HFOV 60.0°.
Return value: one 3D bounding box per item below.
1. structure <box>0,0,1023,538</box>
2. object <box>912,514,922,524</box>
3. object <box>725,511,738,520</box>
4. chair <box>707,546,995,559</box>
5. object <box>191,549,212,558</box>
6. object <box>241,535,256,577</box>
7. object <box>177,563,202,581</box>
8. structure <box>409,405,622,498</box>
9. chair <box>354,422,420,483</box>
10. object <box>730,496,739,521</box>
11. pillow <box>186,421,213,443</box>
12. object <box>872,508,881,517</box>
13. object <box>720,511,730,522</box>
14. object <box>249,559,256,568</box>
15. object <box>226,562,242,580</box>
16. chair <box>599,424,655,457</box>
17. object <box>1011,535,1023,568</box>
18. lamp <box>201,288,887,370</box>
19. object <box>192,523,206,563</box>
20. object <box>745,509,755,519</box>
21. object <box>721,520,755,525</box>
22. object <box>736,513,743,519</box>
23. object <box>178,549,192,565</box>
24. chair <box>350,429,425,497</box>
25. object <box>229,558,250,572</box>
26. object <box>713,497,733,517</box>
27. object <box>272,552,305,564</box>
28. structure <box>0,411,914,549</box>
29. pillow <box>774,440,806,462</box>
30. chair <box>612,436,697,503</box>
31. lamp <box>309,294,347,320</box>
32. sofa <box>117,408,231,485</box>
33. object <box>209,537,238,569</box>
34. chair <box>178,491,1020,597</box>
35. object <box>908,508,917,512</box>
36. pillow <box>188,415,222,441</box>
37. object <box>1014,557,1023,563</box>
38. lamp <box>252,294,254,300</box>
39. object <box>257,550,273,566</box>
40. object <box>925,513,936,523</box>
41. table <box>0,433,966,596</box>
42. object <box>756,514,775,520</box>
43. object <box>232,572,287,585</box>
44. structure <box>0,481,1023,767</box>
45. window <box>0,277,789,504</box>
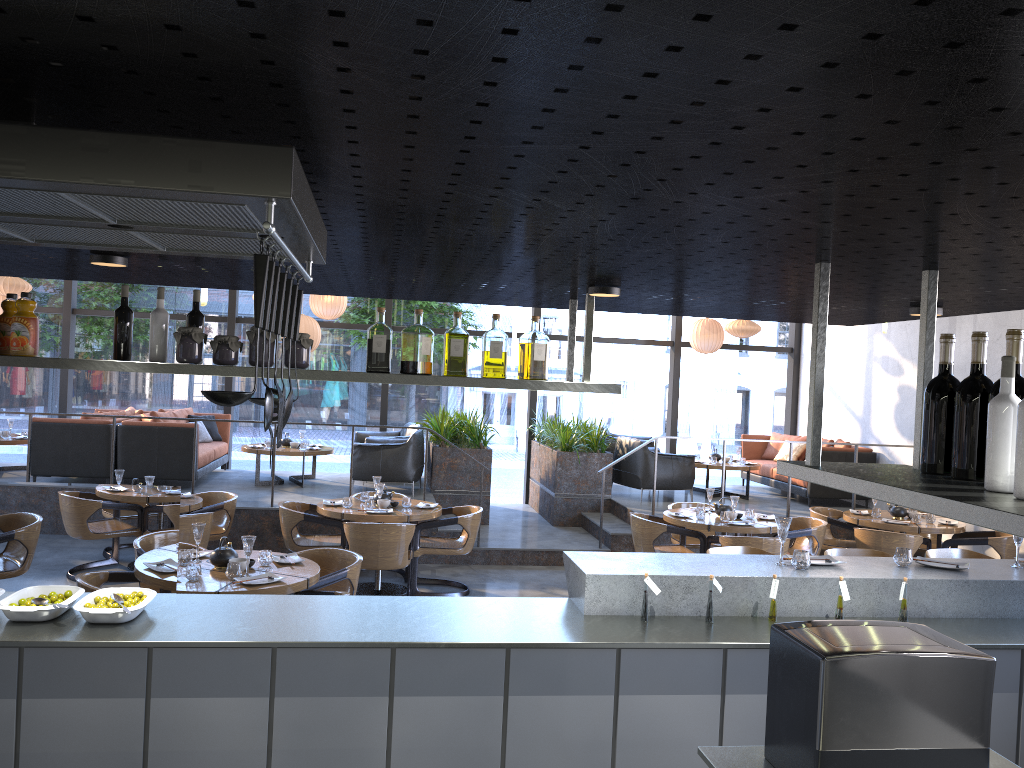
[{"bbox_3d":[-2.059,-1.055,1.636,8.600,2.382,4.958,3,0,-8],"label":"structure"},{"bbox_3d":[3.787,1.265,8.297,0.086,0.086,0.086,2,1,-37],"label":"object"},{"bbox_3d":[1.988,1.194,8.045,0.116,0.065,0.116,2,0,-30],"label":"object"},{"bbox_3d":[3.539,1.565,3.296,2.787,1.047,5.395,2,1,-31],"label":"chair"},{"bbox_3d":[-1.992,1.047,5.393,0.170,0.025,0.294,3,0,27],"label":"object"},{"bbox_3d":[-1.486,0.971,4.989,0.082,0.227,0.082,3,0,12],"label":"object"},{"bbox_3d":[-1.887,1.025,4.866,0.335,0.086,0.253,3,1,40],"label":"object"},{"bbox_3d":[-3.701,0.921,6.296,4.306,1.608,15.715,3,0,30],"label":"structure"},{"bbox_3d":[-1.622,0.871,11.630,0.833,0.743,1.030,3,0,-23],"label":"chair"},{"bbox_3d":[1.976,1.112,7.888,0.082,0.227,0.082,2,1,-39],"label":"object"},{"bbox_3d":[-3.948,0.608,11.188,0.203,0.263,0.332,3,0,12],"label":"pillow"},{"bbox_3d":[3.544,1.251,8.623,0.086,0.086,0.086,3,0,15],"label":"object"},{"bbox_3d":[1.889,1.179,7.872,0.086,0.086,0.086,3,0,17],"label":"object"},{"bbox_3d":[-1.553,1.060,5.229,0.080,0.042,0.080,3,0,-23],"label":"object"},{"bbox_3d":[-1.544,1.040,4.925,0.086,0.086,0.086,3,0,-22],"label":"object"},{"bbox_3d":[1.562,0.939,12.148,0.833,0.743,1.030,3,0,6],"label":"chair"},{"bbox_3d":[2.585,0.820,4.530,0.082,0.227,0.082,3,0,26],"label":"object"},{"bbox_3d":[0.831,-5.152,4.160,8.975,10.231,8.774,3,0,-10],"label":"lamp"},{"bbox_3d":[-1.881,0.951,5.311,0.082,0.227,0.082,3,0,-15],"label":"object"},{"bbox_3d":[2.179,1.191,8.120,0.086,0.086,0.086,3,0,-6],"label":"object"},{"bbox_3d":[1.962,1.215,7.740,0.294,0.025,0.170,3,0,-11],"label":"object"},{"bbox_3d":[2.073,1.209,8.114,0.080,0.042,0.080,2,1,-44],"label":"object"},{"bbox_3d":[-1.924,1.020,5.214,0.086,0.086,0.086,3,0,29],"label":"object"},{"bbox_3d":[-1.447,0.888,10.460,0.833,0.743,1.030,3,0,-2],"label":"chair"},{"bbox_3d":[-1.576,1.048,5.121,0.116,0.065,0.116,3,0,-24],"label":"object"},{"bbox_3d":[1.955,1.133,8.189,0.168,0.179,0.163,3,0,29],"label":"object"},{"bbox_3d":[-1.373,1.075,5.427,0.170,0.025,0.294,2,0,-28],"label":"object"},{"bbox_3d":[-0.443,-0.292,4.602,11.718,4.117,9.054,3,0,-9],"label":"structure"},{"bbox_3d":[3.832,0.939,12.214,0.289,0.311,0.393,2,0,-28],"label":"pillow"},{"bbox_3d":[1.717,1.033,10.933,0.833,0.743,1.030,3,0,-23],"label":"chair"},{"bbox_3d":[-0.739,-2.273,8.197,0.468,3.124,6.999,2,0,-27],"label":"lamp"},{"bbox_3d":[-3.996,0.733,10.673,0.864,0.811,2.226,3,0,-8],"label":"sofa"},{"bbox_3d":[-1.692,0.984,5.210,0.163,0.179,0.168,2,1,-43],"label":"object"},{"bbox_3d":[-0.073,1.514,6.749,9.749,0.759,4.352,3,0,-7],"label":"chair"},{"bbox_3d":[3.971,1.270,8.787,0.086,0.086,0.086,3,0,-14],"label":"object"},{"bbox_3d":[-3.979,0.572,11.470,0.242,0.345,0.418,3,1,32],"label":"pillow"},{"bbox_3d":[2.746,0.929,4.604,0.294,0.025,0.170,3,0,-10],"label":"object"},{"bbox_3d":[-2.857,-2.045,10.747,0.467,2.271,0.467,3,1,45],"label":"lamp"},{"bbox_3d":[-1.475,1.041,5.300,0.086,0.086,0.086,2,1,-45],"label":"object"},{"bbox_3d":[3.968,1.273,8.405,0.086,0.086,0.086,2,1,-32],"label":"object"},{"bbox_3d":[-0.974,1.356,8.185,10.659,0.968,6.876,3,0,-8],"label":"table"},{"bbox_3d":[2.337,1.229,8.154,0.170,0.025,0.294,3,0,11],"label":"object"},{"bbox_3d":[-1.404,1.078,4.869,0.170,0.025,0.294,3,1,40],"label":"object"},{"bbox_3d":[-0.199,1.224,1.848,8.945,1.400,4.889,3,0,-8],"label":"structure"},{"bbox_3d":[-0.800,-1.086,5.936,12.739,5.897,12.900,3,0,-8],"label":"window"}]
